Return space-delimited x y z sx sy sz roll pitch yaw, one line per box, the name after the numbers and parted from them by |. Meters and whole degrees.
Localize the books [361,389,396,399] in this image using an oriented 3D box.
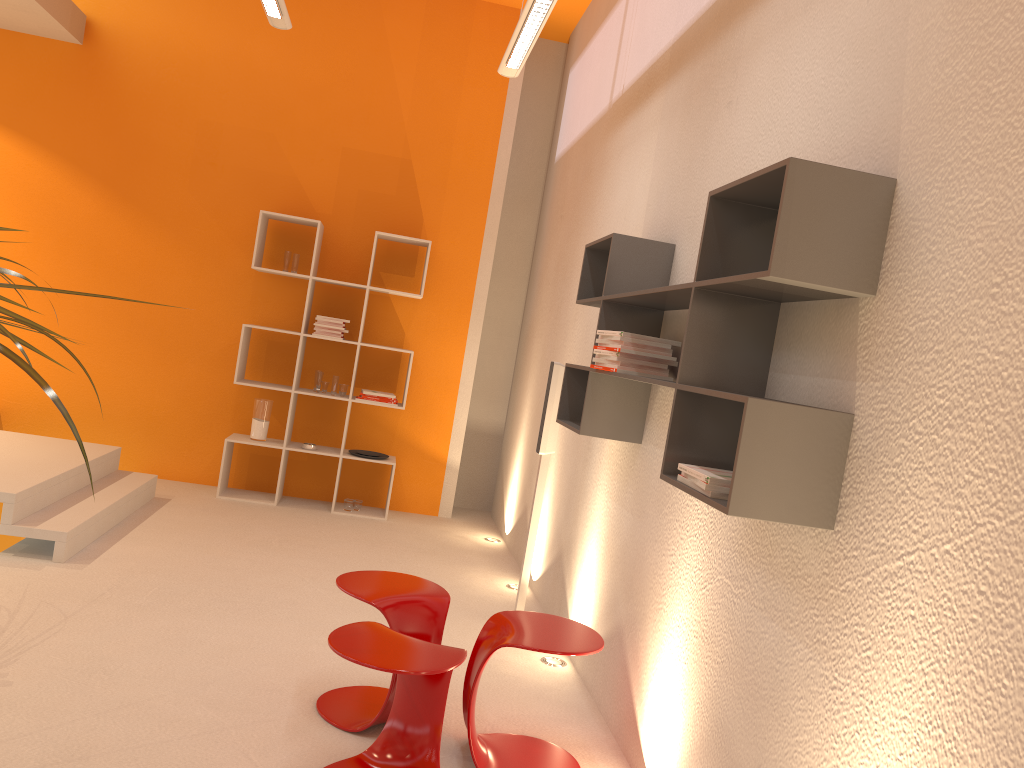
-0.952 0.068 6.319 0.227 0.017 0.230 9 2 -13 | books

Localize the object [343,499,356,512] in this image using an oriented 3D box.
0.011 2.575 1.391 0.129 2.692 10.507 9 2 -16 | object

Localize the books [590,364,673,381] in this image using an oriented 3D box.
0.428 -0.041 3.215 0.210 0.013 0.297 9 2 -13 | books

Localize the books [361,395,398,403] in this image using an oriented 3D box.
-0.948 0.100 6.332 0.254 0.015 0.190 9 2 -12 | books

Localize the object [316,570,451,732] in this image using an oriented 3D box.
-0.446 0.935 3.111 0.391 0.450 0.420 8 3 -38 | object

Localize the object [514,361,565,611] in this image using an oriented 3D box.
0.111 0.543 4.281 0.116 1.317 0.111 9 2 -12 | object

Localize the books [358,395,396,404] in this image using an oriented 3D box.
-0.959 0.112 6.330 0.268 0.011 0.190 9 2 -7 | books

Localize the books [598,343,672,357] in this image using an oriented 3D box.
0.441 -0.124 3.216 0.190 0.011 0.268 9 2 -12 | books

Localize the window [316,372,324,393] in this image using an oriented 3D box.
-2.540 0.545 3.136 0.908 1.393 6.719 10 2 11 | window

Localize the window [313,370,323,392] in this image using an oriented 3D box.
-3.012 2.028 4.703 0.993 4.599 4.234 10 2 23 | window

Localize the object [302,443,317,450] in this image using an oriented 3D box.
-1.433 0.442 6.272 0.105 0.035 0.106 11 3 35 | object

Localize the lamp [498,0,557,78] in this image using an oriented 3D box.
0.282 -2.095 3.265 0.120 1.052 3.195 9 2 -8 | lamp

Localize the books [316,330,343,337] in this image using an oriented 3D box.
-1.300 -0.363 6.313 0.190 0.015 0.254 9 2 -12 | books

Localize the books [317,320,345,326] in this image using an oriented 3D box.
-1.288 -0.433 6.310 0.190 0.015 0.254 9 2 -12 | books

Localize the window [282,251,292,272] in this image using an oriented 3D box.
-2.547 1.803 1.960 0.481 5.399 8.922 10 2 4 | window

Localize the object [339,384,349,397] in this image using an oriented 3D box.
-0.178 2.080 2.816 0.190 3.502 7.694 9 2 -20 | object

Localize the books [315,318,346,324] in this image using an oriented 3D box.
-1.288 -0.448 6.302 0.190 0.015 0.254 9 2 -7 | books

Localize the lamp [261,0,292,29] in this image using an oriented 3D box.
-0.919 -2.287 3.084 0.120 1.052 3.195 9 2 -8 | lamp

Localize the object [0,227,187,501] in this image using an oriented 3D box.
-2.184 0.080 1.338 3.098 2.600 3.241 9 2 0 | object

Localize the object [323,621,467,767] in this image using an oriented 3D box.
-0.359 0.970 2.568 0.391 0.450 0.420 10 2 22 | object

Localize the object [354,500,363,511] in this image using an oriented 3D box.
0.212 2.661 0.096 0.102 2.685 13.193 9 2 -14 | object

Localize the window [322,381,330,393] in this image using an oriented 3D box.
-2.692 2.086 5.543 2.294 4.526 1.860 9 2 -8 | window

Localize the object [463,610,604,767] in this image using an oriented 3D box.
0.057 1.026 2.910 0.420 0.450 0.391 9 2 -8 | object

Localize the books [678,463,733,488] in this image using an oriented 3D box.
0.560 0.238 2.210 0.230 0.017 0.227 9 2 -8 | books

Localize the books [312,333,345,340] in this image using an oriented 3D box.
-1.302 -0.337 6.300 0.210 0.013 0.296 9 2 -8 | books

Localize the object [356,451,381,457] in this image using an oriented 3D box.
-1.036 0.508 6.392 0.178 0.020 0.178 10 2 8 | object

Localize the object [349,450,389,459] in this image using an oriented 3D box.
-1.032 0.511 6.389 0.294 0.020 0.294 11 2 31 | object

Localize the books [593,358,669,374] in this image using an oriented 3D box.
0.428 -0.067 3.227 0.190 0.015 0.254 9 2 -17 | books

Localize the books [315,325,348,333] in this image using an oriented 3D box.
-1.284 -0.391 6.302 0.230 0.017 0.227 9 2 -13 | books

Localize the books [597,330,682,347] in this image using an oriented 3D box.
0.457 -0.166 3.215 0.230 0.017 0.227 9 2 -18 | books

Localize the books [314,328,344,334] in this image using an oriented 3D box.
-1.299 -0.377 6.304 0.190 0.015 0.254 9 2 -7 | books

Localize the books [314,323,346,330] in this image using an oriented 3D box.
-1.290 -0.407 6.298 0.210 0.013 0.296 9 2 -8 | books

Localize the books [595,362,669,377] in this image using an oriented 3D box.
0.430 -0.053 3.218 0.190 0.011 0.268 9 2 -12 | books

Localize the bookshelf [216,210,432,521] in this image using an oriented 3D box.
-0.600 1.348 5.608 3.516 4.600 1.107 11 3 39 | bookshelf

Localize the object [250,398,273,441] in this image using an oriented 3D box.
-1.777 0.255 6.280 0.129 0.291 0.129 10 2 19 | object

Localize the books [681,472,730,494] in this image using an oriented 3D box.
0.544 0.252 2.213 0.190 0.015 0.254 9 2 -2 | books

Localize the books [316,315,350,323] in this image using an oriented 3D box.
-1.272 -0.461 6.300 0.230 0.017 0.227 9 2 -13 | books

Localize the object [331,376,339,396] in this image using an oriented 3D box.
-2.620 2.182 2.801 0.870 4.604 7.392 10 2 22 | object

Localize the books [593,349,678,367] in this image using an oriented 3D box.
0.446 -0.096 3.218 0.230 0.017 0.227 9 2 -18 | books

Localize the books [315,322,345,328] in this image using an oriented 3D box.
-1.288 -0.419 6.301 0.190 0.011 0.268 9 2 -7 | books

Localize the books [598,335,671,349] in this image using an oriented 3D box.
0.441 -0.152 3.216 0.190 0.015 0.254 9 2 -12 | books

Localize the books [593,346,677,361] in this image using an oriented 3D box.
0.440 -0.112 3.212 0.210 0.013 0.297 9 2 -13 | books

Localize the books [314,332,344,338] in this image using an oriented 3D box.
-1.300 -0.349 6.304 0.190 0.011 0.268 9 2 -7 | books

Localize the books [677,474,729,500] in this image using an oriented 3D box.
0.544 0.267 2.221 0.190 0.015 0.254 9 2 -7 | books

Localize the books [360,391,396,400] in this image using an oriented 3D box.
-0.953 0.084 6.333 0.254 0.015 0.190 9 2 -7 | books

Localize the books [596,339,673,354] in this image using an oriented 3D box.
0.440 -0.138 3.225 0.190 0.015 0.254 9 2 -17 | books

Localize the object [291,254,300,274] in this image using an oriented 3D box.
-2.476 1.784 2.959 0.351 5.384 6.779 10 2 12 | object

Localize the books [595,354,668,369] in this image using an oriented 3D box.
0.430 -0.082 3.219 0.190 0.015 0.254 9 2 -12 | books

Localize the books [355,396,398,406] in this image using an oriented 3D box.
-0.965 0.123 6.330 0.296 0.013 0.210 9 2 -8 | books

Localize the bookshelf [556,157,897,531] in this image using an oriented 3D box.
0.481 0.564 2.282 0.322 2.145 3.370 9 2 -6 | bookshelf
